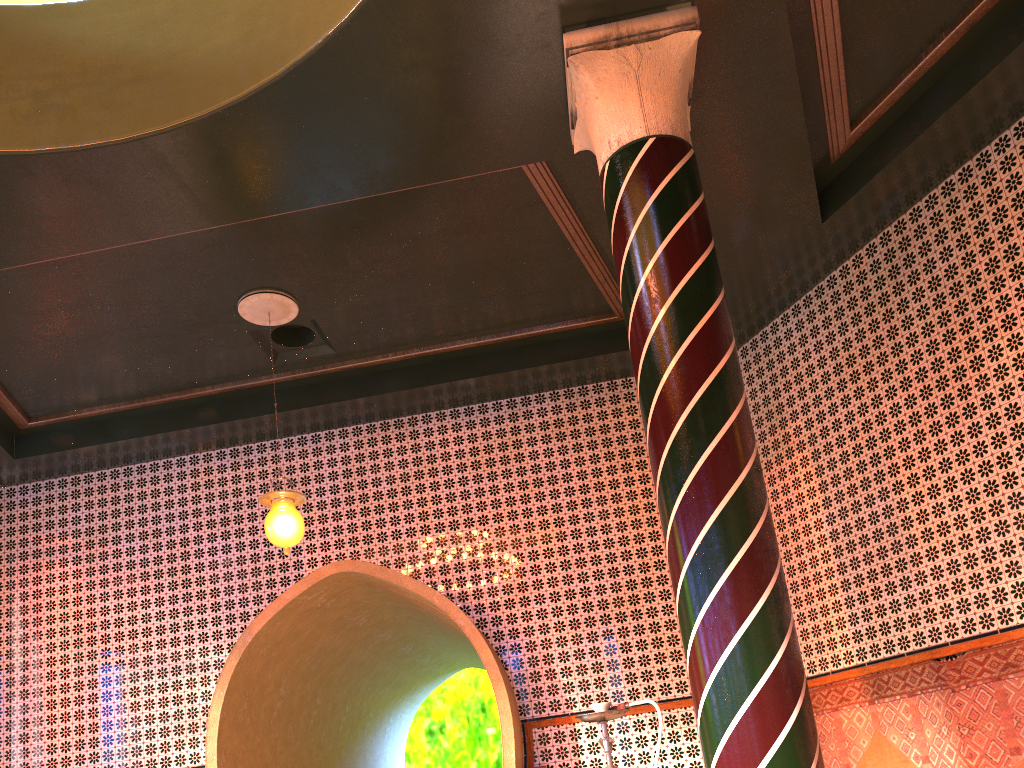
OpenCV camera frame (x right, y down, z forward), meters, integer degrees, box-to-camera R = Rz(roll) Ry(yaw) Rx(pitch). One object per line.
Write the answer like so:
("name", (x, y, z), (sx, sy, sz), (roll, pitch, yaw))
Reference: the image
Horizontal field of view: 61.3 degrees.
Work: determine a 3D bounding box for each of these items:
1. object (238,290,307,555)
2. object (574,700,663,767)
("object", (-2.017, 0.360, 7.410), (0.518, 2.192, 0.551), (-6, -15, -7))
("object", (0.636, 2.266, 4.470), (0.467, 1.186, 0.313), (-12, -15, 12))
